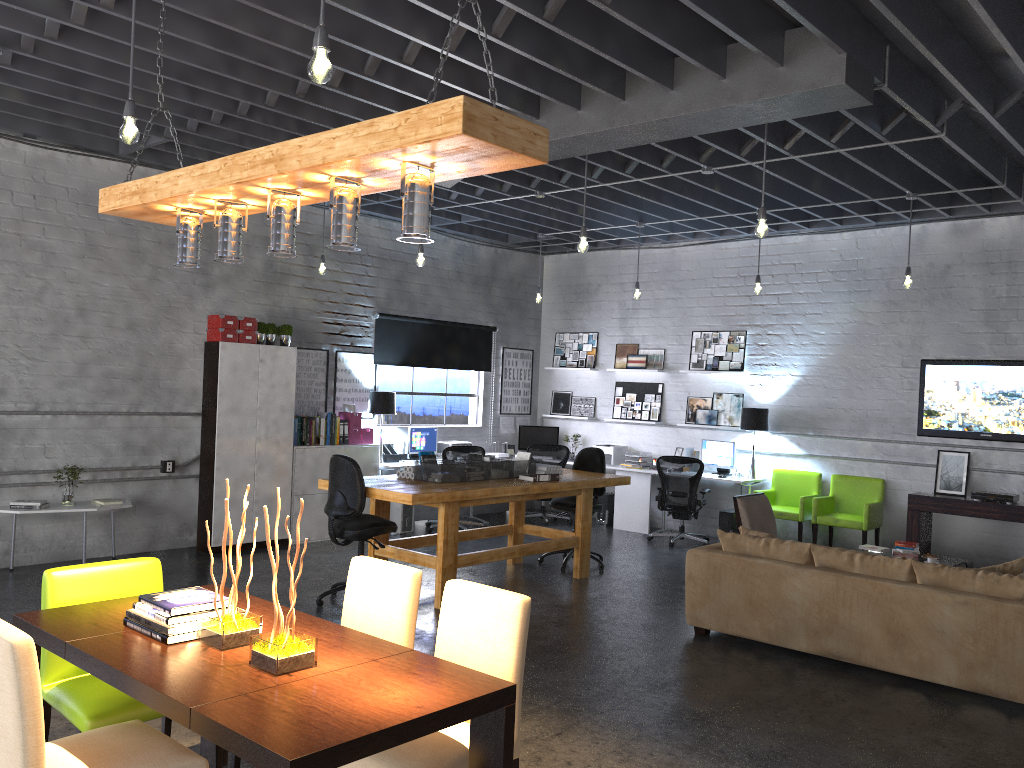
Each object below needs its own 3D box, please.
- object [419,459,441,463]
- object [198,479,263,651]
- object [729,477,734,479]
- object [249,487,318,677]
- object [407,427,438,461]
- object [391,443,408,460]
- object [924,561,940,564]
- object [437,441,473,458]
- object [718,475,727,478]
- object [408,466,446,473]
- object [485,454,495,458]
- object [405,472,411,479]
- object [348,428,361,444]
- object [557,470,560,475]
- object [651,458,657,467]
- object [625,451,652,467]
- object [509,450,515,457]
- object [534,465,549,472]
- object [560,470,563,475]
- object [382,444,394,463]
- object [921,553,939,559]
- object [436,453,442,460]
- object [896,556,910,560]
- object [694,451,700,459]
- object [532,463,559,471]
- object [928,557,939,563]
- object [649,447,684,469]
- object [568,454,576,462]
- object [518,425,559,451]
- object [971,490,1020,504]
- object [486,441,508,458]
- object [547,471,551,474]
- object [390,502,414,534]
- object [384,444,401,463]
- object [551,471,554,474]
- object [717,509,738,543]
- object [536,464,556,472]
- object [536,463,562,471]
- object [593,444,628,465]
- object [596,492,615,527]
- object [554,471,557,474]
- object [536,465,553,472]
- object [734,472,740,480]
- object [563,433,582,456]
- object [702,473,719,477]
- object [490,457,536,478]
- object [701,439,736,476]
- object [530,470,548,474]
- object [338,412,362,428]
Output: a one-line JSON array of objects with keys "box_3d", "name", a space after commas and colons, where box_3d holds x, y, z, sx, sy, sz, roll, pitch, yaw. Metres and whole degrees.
[{"box_3d": [-0.962, 0.933, 10.680, 0.181, 0.028, 0.422, 2, 0, 31], "name": "object"}, {"box_3d": [-0.994, 0.622, 3.123, 0.156, 0.583, 0.185, 3, 1, 41], "name": "object"}, {"box_3d": [2.569, 1.095, 10.364, 0.046, 0.009, 0.121, 2, 0, 26], "name": "object"}, {"box_3d": [-0.727, 0.632, 2.890, 0.180, 0.583, 0.156, 3, 1, 41], "name": "object"}, {"box_3d": [-1.133, 0.732, 10.884, 0.212, 0.417, 0.465, 3, 0, 41], "name": "object"}, {"box_3d": [-1.362, 0.826, 10.657, 0.209, 0.208, 0.104, 3, 0, 41], "name": "object"}, {"box_3d": [3.798, 1.620, 8.017, 0.131, 0.016, 0.131, 3, 0, -42], "name": "object"}, {"box_3d": [-0.652, 0.849, 11.273, 0.485, 0.230, 0.420, 2, 0, 41], "name": "object"}, {"box_3d": [2.455, 1.077, 10.356, 0.114, 0.036, 0.058, 3, 0, -34], "name": "object"}, {"box_3d": [-0.641, 0.727, 7.648, 0.057, 0.057, 0.635, 3, 0, 41], "name": "object"}, {"box_3d": [-0.451, 0.942, 11.660, 0.392, 0.064, 0.259, 2, 0, 41], "name": "object"}, {"box_3d": [-0.665, 0.775, 7.668, 0.057, 0.058, 0.635, 3, 0, 41], "name": "object"}, {"box_3d": [-1.829, 0.582, 9.971, 0.213, 0.177, 0.161, 3, 0, 41], "name": "object"}, {"box_3d": [0.235, 0.814, 8.354, 0.519, 0.047, 0.047, 2, 0, 41], "name": "object"}, {"box_3d": [1.828, 1.010, 11.366, 0.093, 0.116, 0.067, 3, 1, 41], "name": "object"}, {"box_3d": [1.637, 0.975, 11.477, 0.229, 0.180, 0.316, 3, 0, 41], "name": "object"}, {"box_3d": [-0.037, 0.925, 12.195, 0.088, 0.141, 0.155, 2, 0, -34], "name": "object"}, {"box_3d": [0.124, 0.768, 8.225, 0.519, 0.047, 0.046, 2, 0, 39], "name": "object"}, {"box_3d": [0.266, 0.816, 8.389, 0.519, 0.047, 0.047, 2, 0, 41], "name": "object"}, {"box_3d": [-1.506, 0.819, 10.490, 0.209, 0.208, 0.104, 3, 0, 42], "name": "object"}, {"box_3d": [3.940, 1.616, 8.356, 0.151, 0.040, 0.151, 3, 0, -31], "name": "object"}, {"box_3d": [-0.898, 0.907, 11.066, 0.090, 0.090, 0.082, 2, 0, -24], "name": "object"}, {"box_3d": [3.611, 1.605, 8.175, 0.137, 0.031, 0.137, 3, 0, -23], "name": "object"}, {"box_3d": [2.216, 0.958, 10.956, 0.087, 0.259, 0.236, 3, 1, 41], "name": "object"}, {"box_3d": [0.222, 0.773, 8.336, 0.519, 0.047, 0.046, 2, 0, 41], "name": "object"}, {"box_3d": [3.801, 1.597, 8.016, 0.081, 0.052, 0.077, 3, 0, -1], "name": "object"}, {"box_3d": [1.993, 0.939, 11.160, 0.405, 0.280, 0.399, 3, 0, 41], "name": "object"}, {"box_3d": [0.800, 0.990, 11.911, 0.279, 0.081, 0.411, 2, 0, 11], "name": "object"}, {"box_3d": [0.367, 0.800, 12.411, 0.560, 0.427, 0.147, 2, 1, -12], "name": "object"}, {"box_3d": [4.751, 1.112, 8.718, 0.370, 0.082, 0.266, 2, 0, 41], "name": "object"}, {"box_3d": [-0.220, 0.884, 11.911, 0.324, 0.208, 0.233, 3, 0, 41], "name": "object"}, {"box_3d": [0.143, 0.810, 8.249, 0.519, 0.047, 0.047, 2, 0, 41], "name": "object"}, {"box_3d": [-1.377, 1.508, 10.349, 0.478, 0.411, 0.200, 3, 0, 41], "name": "object"}, {"box_3d": [-1.436, 0.822, 10.568, 0.209, 0.208, 0.104, 3, 0, 42], "name": "object"}, {"box_3d": [0.174, 0.811, 8.284, 0.519, 0.047, 0.047, 2, 0, 41], "name": "object"}, {"box_3d": [2.598, 1.682, 10.365, 0.180, 0.411, 0.476, 3, 0, 41], "name": "object"}, {"box_3d": [0.191, 0.772, 8.301, 0.519, 0.047, 0.046, 2, 0, 41], "name": "object"}, {"box_3d": [0.253, 0.775, 8.371, 0.519, 0.047, 0.046, 2, 0, 41], "name": "object"}, {"box_3d": [1.305, 0.934, 11.777, 0.351, 0.235, 0.351, 3, 0, 41], "name": "object"}, {"box_3d": [1.308, 1.632, 11.601, 0.180, 0.411, 0.476, 3, 0, 41], "name": "object"}, {"box_3d": [0.205, 0.813, 8.319, 0.519, 0.047, 0.047, 2, 0, 41], "name": "object"}, {"box_3d": [0.161, 0.770, 8.266, 0.519, 0.047, 0.046, 2, 0, 41], "name": "object"}, {"box_3d": [2.588, 1.059, 10.208, 0.069, 0.083, 0.090, 3, 0, 40], "name": "object"}, {"box_3d": [0.823, 0.852, 12.245, 0.297, 0.363, 0.271, 2, 0, -4], "name": "object"}, {"box_3d": [2.234, 1.072, 10.555, 0.422, 0.028, 0.181, 2, 0, 36], "name": "object"}, {"box_3d": [0.008, 0.758, 8.061, 0.316, 0.156, 0.306, 2, 0, 41], "name": "object"}, {"box_3d": [2.516, 0.891, 10.694, 0.212, 0.417, 0.465, 2, 0, -44], "name": "object"}, {"box_3d": [0.113, 0.808, 8.214, 0.519, 0.047, 0.047, 2, 0, 41], "name": "object"}, {"box_3d": [-1.822, 0.405, 9.969, 0.214, 0.177, 0.161, 3, 0, 41], "name": "object"}]
